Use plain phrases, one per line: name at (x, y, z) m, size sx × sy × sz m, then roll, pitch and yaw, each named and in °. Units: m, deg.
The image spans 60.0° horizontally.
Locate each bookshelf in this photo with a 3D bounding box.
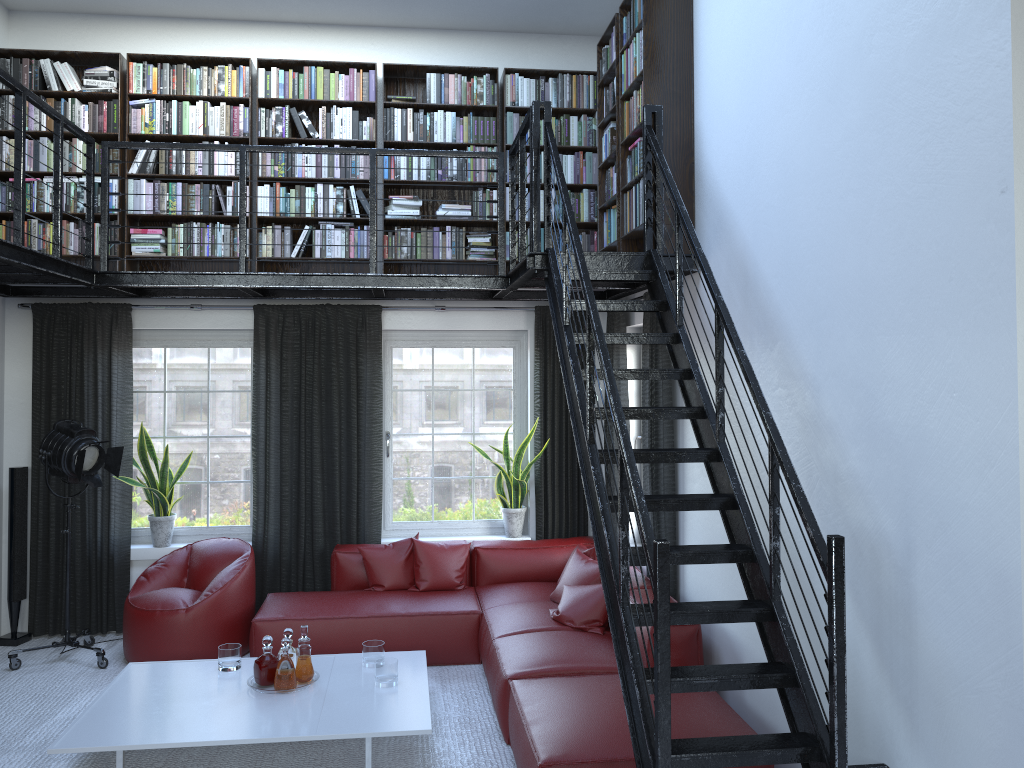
bookshelf at (-1.251, -1.531, 5.180) m, size 4.475 × 1.617 × 3.088 m, roll 0°, pitch 0°, yaw -7°

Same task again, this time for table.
table at (-1.262, 1.697, 4.522) m, size 1.665 × 0.244 × 1.165 m, roll 0°, pitch 1°, yaw -7°

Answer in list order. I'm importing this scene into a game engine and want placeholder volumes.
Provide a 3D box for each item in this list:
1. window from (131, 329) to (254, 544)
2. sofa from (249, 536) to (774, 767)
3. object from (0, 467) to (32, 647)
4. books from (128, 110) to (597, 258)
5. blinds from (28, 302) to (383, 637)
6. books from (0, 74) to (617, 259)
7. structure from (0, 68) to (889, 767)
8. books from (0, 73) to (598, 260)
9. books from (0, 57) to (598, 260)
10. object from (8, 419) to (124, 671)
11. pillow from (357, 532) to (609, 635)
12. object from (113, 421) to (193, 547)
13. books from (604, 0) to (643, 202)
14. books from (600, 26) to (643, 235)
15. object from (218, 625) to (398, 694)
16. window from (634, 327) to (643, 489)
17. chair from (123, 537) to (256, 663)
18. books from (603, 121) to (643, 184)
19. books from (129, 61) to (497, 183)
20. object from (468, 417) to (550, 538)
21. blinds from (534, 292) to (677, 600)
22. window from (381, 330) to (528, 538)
window at (-2.447, 0.390, 6.660) m, size 1.167 × 1.606 × 0.133 m, roll 0°, pitch -2°, yaw -7°
sofa at (-0.317, 1.497, 5.044) m, size 2.542 × 0.656 × 3.279 m, roll 0°, pitch 1°, yaw -7°
object at (-3.476, 1.195, 6.197) m, size 0.157 × 1.222 × 0.157 m, roll 0°, pitch -2°, yaw 8°
books at (-1.055, -1.472, 6.593) m, size 3.392 × 1.123 × 0.240 m, roll 0°, pitch -1°, yaw -7°
blinds at (-2.211, 0.593, 6.468) m, size 2.508 × 2.387 × 0.125 m, roll 0°, pitch -2°, yaw -7°
books at (-1.381, -1.619, 6.053) m, size 4.435 × 1.430 × 1.285 m, roll 0°, pitch -1°, yaw -5°
structure at (-1.158, 0.143, 4.377) m, size 4.488 × 3.356 × 4.614 m, roll 0°, pitch 0°, yaw -7°
books at (-1.424, -1.621, 6.539) m, size 4.436 × 1.413 × 0.227 m, roll 0°, pitch -1°, yaw -7°
books at (-1.425, -1.610, 6.534) m, size 4.441 × 1.397 × 0.242 m, roll 0°, pitch -1°, yaw -7°
object at (-1.879, 1.011, 6.252) m, size 2.905 × 1.579 × 0.753 m, roll 0°, pitch -1°, yaw -23°
pillow at (-0.012, 1.248, 6.020) m, size 1.956 × 0.402 × 0.983 m, roll 0°, pitch 1°, yaw 35°
object at (-2.673, 0.721, 6.366) m, size 0.553 × 0.940 × 0.525 m, roll 0°, pitch -1°, yaw 4°
books at (-1.196, -1.595, 4.777) m, size 4.377 × 1.409 × 2.204 m, roll 0°, pitch 0°, yaw -8°
books at (-1.244, -1.602, 5.314) m, size 4.384 × 1.405 × 1.169 m, roll 0°, pitch -1°, yaw -7°
object at (-1.108, 1.428, 4.741) m, size 1.008 × 0.295 × 0.512 m, roll 0°, pitch 0°, yaw -4°
window at (1.027, 0.387, 6.027) m, size 0.133 × 1.606 × 1.166 m, roll 0°, pitch -1°, yaw -7°
chair at (-2.159, 1.453, 5.962) m, size 0.830 × 0.712 × 0.830 m, roll 0°, pitch 0°, yaw 44°
books at (-1.243, -1.466, 5.073) m, size 4.335 × 1.140 × 1.598 m, roll 0°, pitch 0°, yaw -8°
books at (-1.430, -1.907, 6.555) m, size 2.637 × 0.828 × 0.213 m, roll 0°, pitch -1°, yaw -7°
object at (-0.023, 0.708, 6.667) m, size 0.553 × 0.940 × 0.525 m, roll 0°, pitch -1°, yaw -18°
blinds at (0.763, 0.585, 6.128) m, size 0.527 × 2.381 × 1.749 m, roll 0°, pitch -1°, yaw -25°
window at (-0.455, 0.380, 6.903) m, size 1.167 × 1.606 × 0.133 m, roll 0°, pitch -2°, yaw -7°
